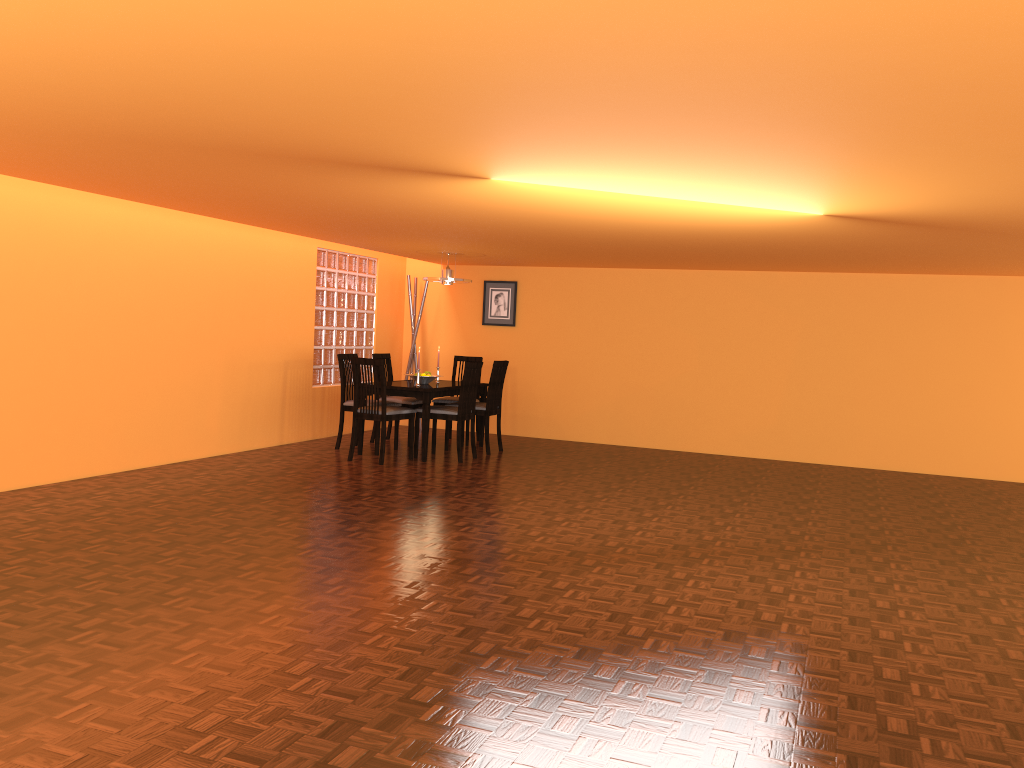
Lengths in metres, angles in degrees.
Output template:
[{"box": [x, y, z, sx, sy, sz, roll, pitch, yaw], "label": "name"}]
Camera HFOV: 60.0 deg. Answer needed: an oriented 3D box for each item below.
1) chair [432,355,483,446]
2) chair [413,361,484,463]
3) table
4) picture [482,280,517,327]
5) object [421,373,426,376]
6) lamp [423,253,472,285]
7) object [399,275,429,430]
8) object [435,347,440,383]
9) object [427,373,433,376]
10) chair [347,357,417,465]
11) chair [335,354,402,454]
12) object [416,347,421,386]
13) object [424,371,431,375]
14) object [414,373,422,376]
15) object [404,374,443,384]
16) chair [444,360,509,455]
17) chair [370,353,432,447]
[{"box": [-0.489, 0.147, 8.279, 0.373, 0.809, 0.465, 4, 3, 16], "label": "chair"}, {"box": [-0.508, 0.209, 7.193, 0.465, 0.809, 0.373, 4, 4, 21], "label": "chair"}, {"box": [-0.741, 0.287, 7.589, 0.697, 0.584, 1.259, 4, 4, 21], "label": "table"}, {"box": [-0.126, -0.818, 9.006, 0.361, 0.456, 0.014, 4, 4, 21], "label": "picture"}, {"box": [-0.742, -0.068, 7.439, 0.046, 0.046, 0.055, 3, 3, 4], "label": "object"}, {"box": [-0.564, -1.014, 7.812, 0.435, 0.274, 0.435, 6, 5, 43], "label": "lamp"}, {"box": [-1.000, -0.313, 9.094, 0.308, 1.589, 0.226, 6, 5, 43], "label": "object"}, {"box": [-0.648, -0.176, 7.791, 0.044, 0.326, 0.044, 3, 3, 10], "label": "object"}, {"box": [-0.690, -0.058, 7.533, 0.055, 0.070, 0.066, 3, 3, 2], "label": "object"}, {"box": [-1.021, 0.200, 6.917, 0.373, 0.809, 0.465, 4, 4, 26], "label": "chair"}, {"box": [-1.221, 0.158, 7.467, 0.465, 0.809, 0.373, 4, 4, 21], "label": "chair"}, {"box": [-0.764, -0.150, 7.256, 0.044, 0.326, 0.044, 3, 3, 10], "label": "object"}, {"box": [-0.727, -0.077, 7.603, 0.069, 0.066, 0.069, 5, 4, 31], "label": "object"}, {"box": [-0.789, -0.055, 7.521, 0.089, 0.076, 0.087, 4, 4, 27], "label": "object"}, {"box": [-0.752, -0.039, 7.536, 0.337, 0.072, 0.337, 2, 3, -13], "label": "object"}, {"box": [-0.301, 0.188, 7.731, 0.465, 0.809, 0.373, 4, 4, 21], "label": "chair"}, {"box": [-1.015, 0.137, 8.005, 0.465, 0.809, 0.373, 4, 4, 21], "label": "chair"}]
